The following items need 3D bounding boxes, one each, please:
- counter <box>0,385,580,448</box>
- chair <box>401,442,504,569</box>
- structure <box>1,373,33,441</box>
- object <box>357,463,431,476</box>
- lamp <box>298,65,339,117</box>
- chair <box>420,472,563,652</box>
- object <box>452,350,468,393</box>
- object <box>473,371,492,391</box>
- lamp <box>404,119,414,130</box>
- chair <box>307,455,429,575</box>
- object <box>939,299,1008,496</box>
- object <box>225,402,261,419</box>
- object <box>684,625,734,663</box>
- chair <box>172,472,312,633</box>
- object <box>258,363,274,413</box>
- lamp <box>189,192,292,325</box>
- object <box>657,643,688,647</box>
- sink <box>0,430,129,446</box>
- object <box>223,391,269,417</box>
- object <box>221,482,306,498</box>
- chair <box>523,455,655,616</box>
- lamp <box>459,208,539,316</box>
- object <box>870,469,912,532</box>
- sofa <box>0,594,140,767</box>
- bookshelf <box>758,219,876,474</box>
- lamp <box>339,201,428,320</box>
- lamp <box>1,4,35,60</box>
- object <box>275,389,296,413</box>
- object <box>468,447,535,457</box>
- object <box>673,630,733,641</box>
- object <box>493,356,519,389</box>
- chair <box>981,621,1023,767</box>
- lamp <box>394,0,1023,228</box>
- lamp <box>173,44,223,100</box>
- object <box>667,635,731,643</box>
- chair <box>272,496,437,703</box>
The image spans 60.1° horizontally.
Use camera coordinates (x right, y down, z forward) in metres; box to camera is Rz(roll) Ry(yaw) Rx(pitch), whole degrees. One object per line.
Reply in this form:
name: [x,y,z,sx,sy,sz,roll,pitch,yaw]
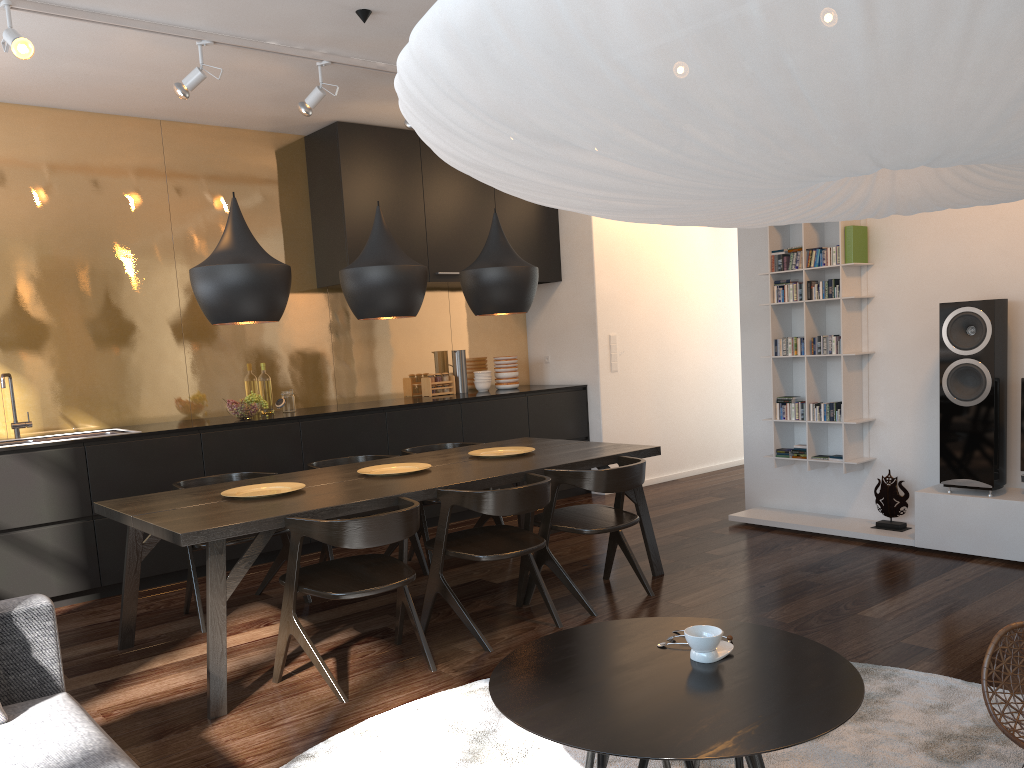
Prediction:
counter: [-1.563,0.201,5.810,5.036,0.002,0.731,-6,3,-39]
chair: [-0.369,0.712,5.259,0.590,0.676,0.518,-8,7,-40]
structure: [-2.769,0.131,4.952,0.109,0.388,0.264,-6,6,-24]
object: [-0.566,0.414,4.262,0.356,0.017,0.353,-2,3,31]
lamp: [-1.008,-1.533,4.624,0.251,0.242,0.084,-2,7,16]
chair: [-0.083,0.758,3.897,0.590,0.676,0.518,-8,7,-39]
object: [-0.402,-0.099,7.036,0.163,0.342,0.114,-8,8,-36]
object: [-0.233,-0.023,7.109,0.157,0.161,0.153,-4,5,-11]
lamp: [-0.601,-0.806,5.865,0.089,1.861,1.822,-4,5,-6]
chair: [-0.836,0.758,4.876,0.590,0.676,0.518,-8,7,-41]
object: [2.443,0.070,4.638,0.279,1.011,0.294,-9,8,-39]
object: [-1.686,0.170,5.554,0.219,0.098,0.217,-3,3,8]
object: [0.486,0.630,2.154,0.138,0.069,0.091,-5,5,-27]
chair: [-1.399,0.813,4.450,0.590,0.676,0.519,-8,7,-43]
object: [-1.676,0.026,6.003,0.092,0.342,0.091,-1,7,17]
lamp: [-1.142,-0.528,3.709,0.410,0.545,0.408,-4,5,-6]
object: [0.429,0.660,2.236,0.124,0.010,0.026,-3,3,17]
sink: [-1.639,0.188,5.693,3.397,0.246,0.481,-6,4,-41]
object: [-1.671,0.131,5.547,0.178,0.174,0.238,0,5,35]
object: [-1.078,0.465,3.842,0.354,0.017,0.355,-5,3,-36]
chair: [0.387,0.711,4.283,0.590,0.676,0.518,-8,7,-41]
lamp: [-0.072,-0.635,4.588,0.411,0.545,0.407,-3,5,8]
object: [2.193,0.665,5.119,0.121,0.353,0.212,-9,8,-39]
sofa: [-0.345,0.894,1.350,2.029,0.677,3.062,-6,4,-40]
bookshelf: [1.838,-0.512,5.368,0.225,2.091,0.637,-9,9,-39]
lamp: [-0.607,-0.581,4.148,0.411,0.545,0.408,-1,6,27]
lamp: [-2.035,-1.422,3.586,0.250,0.242,0.084,0,7,37]
object: [-1.515,0.114,5.934,0.088,0.153,0.175,0,5,28]
object: [-0.054,0.363,4.683,0.354,0.017,0.355,-5,3,-36]
object: [0.495,0.650,2.304,0.168,0.015,0.014,-1,5,37]
object: [-0.046,-0.093,7.230,0.198,0.266,0.196,-1,6,25]
chair: [1.596,0.712,2.031,0.685,0.715,0.714,-4,5,-7]
lamp: [0.571,-0.385,1.308,1.469,0.211,1.461,-4,3,-3]
lamp: [-1.494,-1.486,4.214,0.251,0.241,0.084,-3,6,1]
object: [0.478,0.653,2.265,0.163,0.016,0.025,-2,4,25]
chair: [-0.603,0.810,3.462,0.590,0.676,0.518,-8,7,-41]
